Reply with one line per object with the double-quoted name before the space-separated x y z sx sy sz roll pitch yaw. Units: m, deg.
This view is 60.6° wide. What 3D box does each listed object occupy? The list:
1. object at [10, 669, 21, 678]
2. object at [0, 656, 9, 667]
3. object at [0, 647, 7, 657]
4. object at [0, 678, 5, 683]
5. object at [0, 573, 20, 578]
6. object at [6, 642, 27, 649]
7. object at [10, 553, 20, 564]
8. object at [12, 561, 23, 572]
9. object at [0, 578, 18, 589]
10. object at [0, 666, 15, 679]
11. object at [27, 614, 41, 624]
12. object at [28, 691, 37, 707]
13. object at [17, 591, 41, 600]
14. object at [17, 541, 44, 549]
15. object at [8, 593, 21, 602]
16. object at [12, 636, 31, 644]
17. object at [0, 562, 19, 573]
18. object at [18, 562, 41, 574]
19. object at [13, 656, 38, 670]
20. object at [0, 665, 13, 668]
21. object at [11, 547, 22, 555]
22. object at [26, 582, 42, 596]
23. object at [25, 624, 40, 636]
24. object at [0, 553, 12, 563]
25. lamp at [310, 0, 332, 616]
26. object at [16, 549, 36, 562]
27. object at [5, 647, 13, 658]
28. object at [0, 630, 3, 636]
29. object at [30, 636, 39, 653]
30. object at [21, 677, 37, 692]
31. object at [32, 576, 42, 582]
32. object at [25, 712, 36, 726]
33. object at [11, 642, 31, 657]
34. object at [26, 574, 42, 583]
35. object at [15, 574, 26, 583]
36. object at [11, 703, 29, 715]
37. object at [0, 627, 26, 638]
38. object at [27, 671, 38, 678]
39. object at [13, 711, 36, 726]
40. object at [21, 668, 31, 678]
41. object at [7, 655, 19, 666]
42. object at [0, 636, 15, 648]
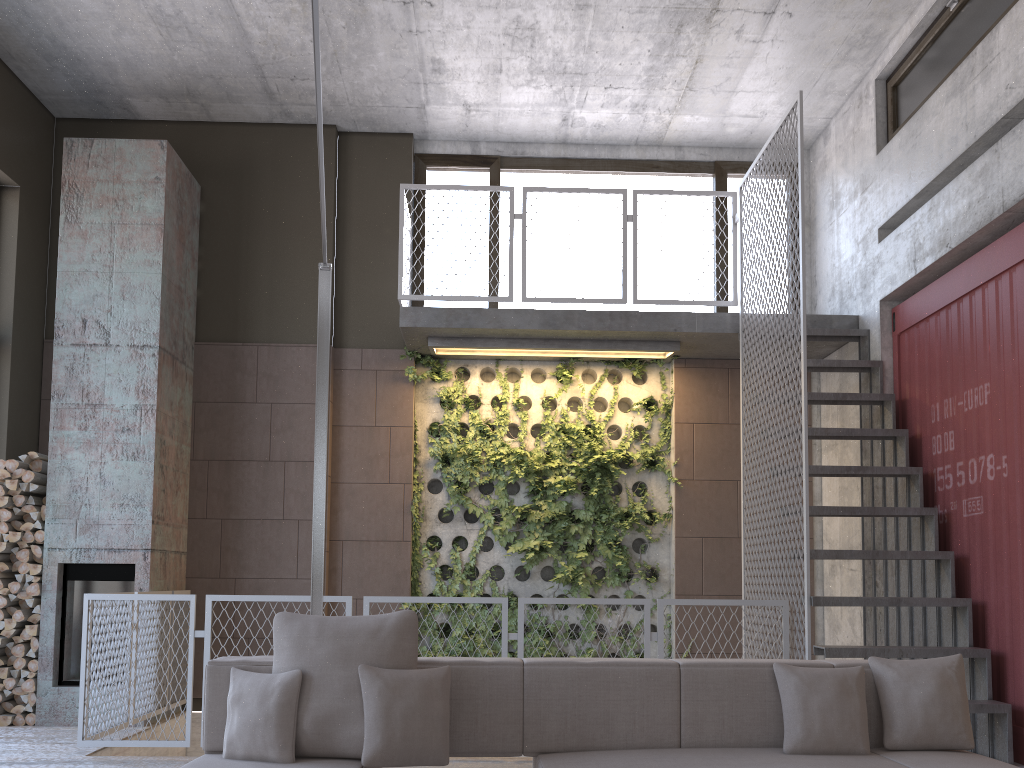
"object" -3.728 2.218 6.771 0.067 0.066 0.432 1 -12 -1
"object" -3.870 2.139 6.795 0.115 0.078 0.444 1 -12 -1
"object" -3.916 2.059 6.759 0.091 0.087 0.465 1 -12 0
"object" -3.888 2.262 6.780 0.091 0.087 0.465 1 -12 -1
"object" -3.883 1.465 6.733 0.071 0.071 0.432 1 -12 -1
"object" -3.777 2.003 6.774 0.064 0.073 0.367 1 -12 0
"object" -3.820 1.377 6.898 0.104 0.100 0.298 1 -12 -1
"object" -3.761 1.427 6.861 0.101 0.085 0.370 1 -12 -1
"object" -3.881 1.558 6.832 0.091 0.087 0.465 1 -12 -1
"object" -3.803 2.207 6.768 0.093 0.082 0.490 1 -12 -1
"object" -3.606 1.821 6.826 0.115 0.078 0.444 1 -12 -2
"object" -3.583 2.392 6.726 0.064 0.123 0.371 1 -12 0
"object" -3.682 1.634 6.800 0.122 0.066 0.371 1 -12 -1
"object" -3.708 1.256 6.805 0.089 0.055 0.339 1 -12 -1
"object" -3.783 1.646 6.800 0.064 0.073 0.367 1 -12 -3
"object" -3.715 1.960 6.752 0.089 0.055 0.339 1 -12 -1
"object" -3.863 1.435 6.847 0.115 0.078 0.444 1 -12 -1
"object" -3.683 1.438 6.837 0.092 0.091 0.446 1 -12 -1
"object" -3.690 2.142 6.784 0.092 0.091 0.446 1 -12 -1
"object" -3.890 2.169 6.681 0.071 0.071 0.432 1 -12 -1
"object" -3.770 1.299 6.826 0.064 0.073 0.367 1 -12 0
"object" -3.595 1.570 6.714 0.101 0.101 0.299 1 -12 -3
"object" -3.599 1.894 6.797 0.093 0.082 0.490 1 -12 -1
"object" -3.909 1.355 6.811 0.091 0.087 0.465 1 -12 0
"lamp" -0.743 0.191 3.559 0.757 3.368 2.672 2 -8 -14
"object" -3.703 1.323 6.769 0.098 0.105 0.300 1 -12 -2
"object" -3.827 2.081 6.846 0.104 0.100 0.298 1 -12 -1
"object" -3.989 1.964 6.815 0.070 0.115 0.372 1 -12 -2
"object" -3.579 1.997 6.755 0.064 0.123 0.371 1 -12 0
"object" -3.602 2.274 6.662 0.101 0.101 0.299 1 -12 -3
"object" -3.587 1.496 6.719 0.063 0.047 0.256 1 -12 -3
"object" -3.598 2.553 6.764 0.091 0.090 0.446 1 -12 -2
"object" -3.710 2.027 6.717 0.098 0.105 0.300 1 -12 -2
"object" -3.640 1.514 6.826 0.067 0.066 0.432 1 -12 -1
"object" -3.721 1.514 6.823 0.067 0.066 0.432 1 -12 -1
"object" -3.702 2.490 6.774 0.115 0.078 0.444 1 -12 -2
"object" -3.778 1.910 6.772 0.115 0.078 0.444 1 -12 -2
"object" -3.594 2.200 6.667 0.063 0.047 0.256 1 -12 -3
"object" -3.685 2.560 6.765 0.091 0.087 0.465 1 -12 -2
"object" -3.647 2.218 6.774 0.067 0.066 0.432 1 -12 -1
"object" -3.768 2.131 6.809 0.101 0.085 0.370 1 -12 -1
"object" -3.844 1.975 6.740 0.093 0.082 0.490 1 -12 -2
